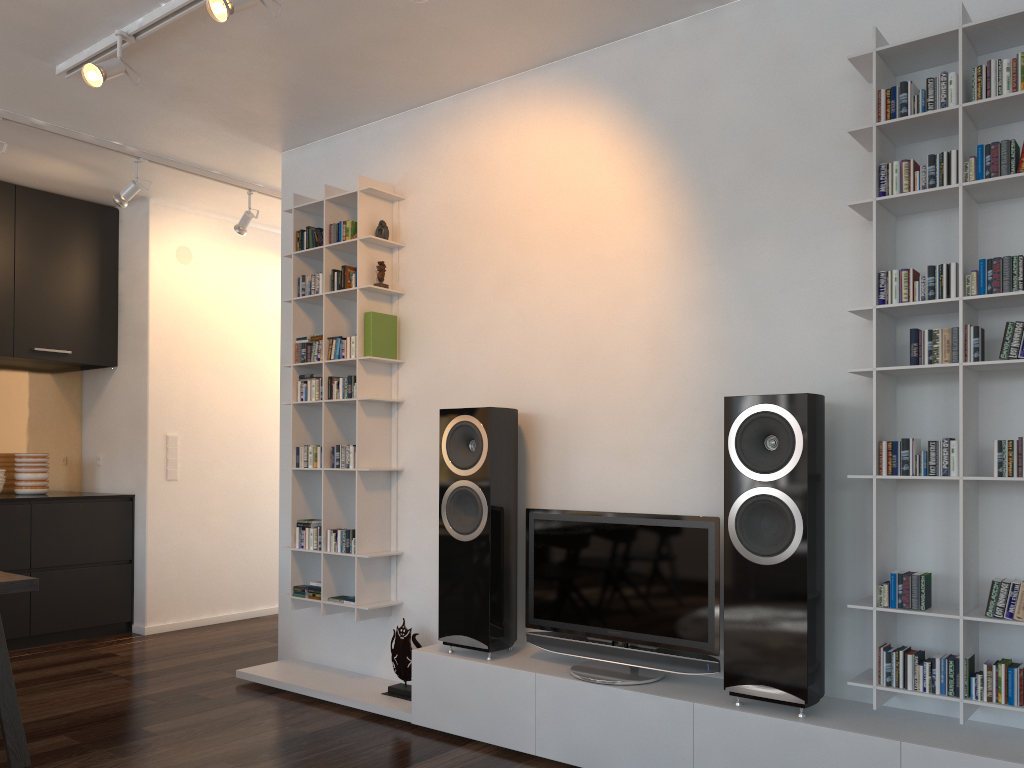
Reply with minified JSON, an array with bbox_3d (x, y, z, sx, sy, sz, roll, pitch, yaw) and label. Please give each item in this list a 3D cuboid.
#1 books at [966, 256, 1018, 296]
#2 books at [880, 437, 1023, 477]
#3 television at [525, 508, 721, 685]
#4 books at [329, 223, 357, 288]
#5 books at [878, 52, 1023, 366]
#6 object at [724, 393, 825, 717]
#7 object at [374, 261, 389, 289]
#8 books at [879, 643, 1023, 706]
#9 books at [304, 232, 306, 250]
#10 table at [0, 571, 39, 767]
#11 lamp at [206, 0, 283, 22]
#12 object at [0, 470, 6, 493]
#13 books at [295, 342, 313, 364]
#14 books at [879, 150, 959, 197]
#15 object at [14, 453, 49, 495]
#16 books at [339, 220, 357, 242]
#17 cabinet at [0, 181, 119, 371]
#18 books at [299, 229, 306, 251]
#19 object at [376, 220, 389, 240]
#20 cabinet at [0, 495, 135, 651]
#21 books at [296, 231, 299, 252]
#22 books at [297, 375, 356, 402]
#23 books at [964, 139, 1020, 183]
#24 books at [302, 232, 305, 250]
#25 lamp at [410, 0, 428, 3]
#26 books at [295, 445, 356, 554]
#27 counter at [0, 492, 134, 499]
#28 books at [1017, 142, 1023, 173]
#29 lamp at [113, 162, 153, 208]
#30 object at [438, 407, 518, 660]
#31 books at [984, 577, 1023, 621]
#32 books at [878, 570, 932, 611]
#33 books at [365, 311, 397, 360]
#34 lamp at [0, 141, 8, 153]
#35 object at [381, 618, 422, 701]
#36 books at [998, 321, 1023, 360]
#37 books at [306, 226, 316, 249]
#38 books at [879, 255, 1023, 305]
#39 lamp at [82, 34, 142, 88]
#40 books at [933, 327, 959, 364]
[{"bbox_3d":[1.383,-0.301,2.540,0.132,0.104,0.099,-2,-4,36],"label":"books"},{"bbox_3d":[1.902,0.177,2.132,1.926,0.114,0.115,-4,-5,38],"label":"books"},{"bbox_3d":[0.394,0.775,3.281,0.345,0.599,0.790,1,-3,-34],"label":"television"},{"bbox_3d":[-0.765,-0.605,4.233,0.229,0.332,0.107,-1,-2,39],"label":"books"},{"bbox_3d":[1.834,-0.517,2.194,1.755,0.856,0.115,-3,-3,38],"label":"books"},{"bbox_3d":[0.878,0.544,2.891,0.295,1.001,0.281,-1,-1,38],"label":"object"},{"bbox_3d":[-0.615,-0.513,4.168,0.045,0.140,0.064,0,-2,29],"label":"object"},{"bbox_3d":[1.911,-0.041,2.127,1.954,1.817,0.115,-2,-2,38],"label":"books"},{"bbox_3d":[-0.996,-0.701,4.380,0.014,0.092,0.070,0,-2,38],"label":"books"},{"bbox_3d":[-2.937,0.992,2.595,1.108,0.677,2.506,-3,-5,38],"label":"table"},{"bbox_3d":[-0.866,-1.265,2.865,0.085,0.238,0.252,-1,-3,44],"label":"lamp"},{"bbox_3d":[-3.250,0.615,5.525,0.158,0.160,0.154,1,-3,-24],"label":"object"},{"bbox_3d":[-1.012,-0.149,4.405,0.101,0.104,0.096,-2,-3,38],"label":"books"},{"bbox_3d":[1.587,-0.478,2.384,1.125,0.430,0.102,-3,-3,38],"label":"books"},{"bbox_3d":[-3.090,0.578,5.693,0.197,0.264,0.199,0,-2,12],"label":"object"},{"bbox_3d":[-0.736,-0.721,4.212,0.160,0.110,0.101,-3,-4,38],"label":"books"},{"bbox_3d":[-3.392,-0.698,5.237,0.532,1.048,1.960,-1,-4,38],"label":"cabinet"},{"bbox_3d":[-1.025,-0.707,4.397,0.023,0.107,0.069,0,-2,38],"label":"books"},{"bbox_3d":[-0.612,-0.722,4.173,0.064,0.101,0.060,0,-2,15],"label":"object"},{"bbox_3d":[-4.276,1.003,3.937,0.733,0.898,5.075,-2,-5,38],"label":"cabinet"},{"bbox_3d":[-1.048,-0.705,4.422,0.016,0.107,0.069,0,-2,38],"label":"books"},{"bbox_3d":[-0.858,0.027,4.302,0.468,0.112,0.123,-3,-5,38],"label":"books"},{"bbox_3d":[1.381,-0.629,2.547,0.132,0.104,0.099,-2,-4,36],"label":"books"},{"bbox_3d":[-1.008,-0.700,4.388,0.014,0.092,0.070,0,-2,38],"label":"books"},{"bbox_3d":[-0.286,-1.284,2.601,0.085,0.239,0.251,0,-3,4],"label":"lamp"},{"bbox_3d":[-0.864,0.552,4.293,0.470,0.510,0.122,-2,-2,38],"label":"books"},{"bbox_3d":[-4.274,0.555,3.942,0.733,0.002,5.072,-4,-6,38],"label":"counter"},{"bbox_3d":[1.481,-0.636,2.467,0.118,0.108,0.090,-2,-3,38],"label":"books"},{"bbox_3d":[-2.076,-1.096,4.868,0.250,0.239,0.085,0,-1,14],"label":"lamp"},{"bbox_3d":[-0.110,0.606,3.661,0.295,1.001,0.281,-1,-1,38],"label":"object"},{"bbox_3d":[1.410,0.608,2.505,0.118,0.108,0.090,-2,-3,38],"label":"books"},{"bbox_3d":[1.189,0.623,2.678,0.132,0.104,0.099,-2,-4,36],"label":"books"},{"bbox_3d":[-0.618,-0.223,4.172,0.049,0.213,0.166,0,-2,38],"label":"books"},{"bbox_3d":[-2.537,-1.149,4.274,0.250,0.239,0.085,0,-1,9],"label":"lamp"},{"bbox_3d":[-0.479,1.230,3.994,0.213,0.350,0.121,-1,-2,38],"label":"object"},{"bbox_3d":[1.442,-0.120,2.490,0.118,0.108,0.090,-2,-3,38],"label":"books"},{"bbox_3d":[-0.981,-0.713,4.367,0.029,0.115,0.074,0,-2,38],"label":"books"},{"bbox_3d":[1.293,-0.296,2.610,0.384,0.104,0.102,-3,-4,38],"label":"books"},{"bbox_3d":[-1.529,-1.222,3.378,0.085,0.239,0.251,0,-3,20],"label":"lamp"},{"bbox_3d":[1.460,-0.118,2.476,0.504,0.105,0.090,-3,-4,38],"label":"books"}]
